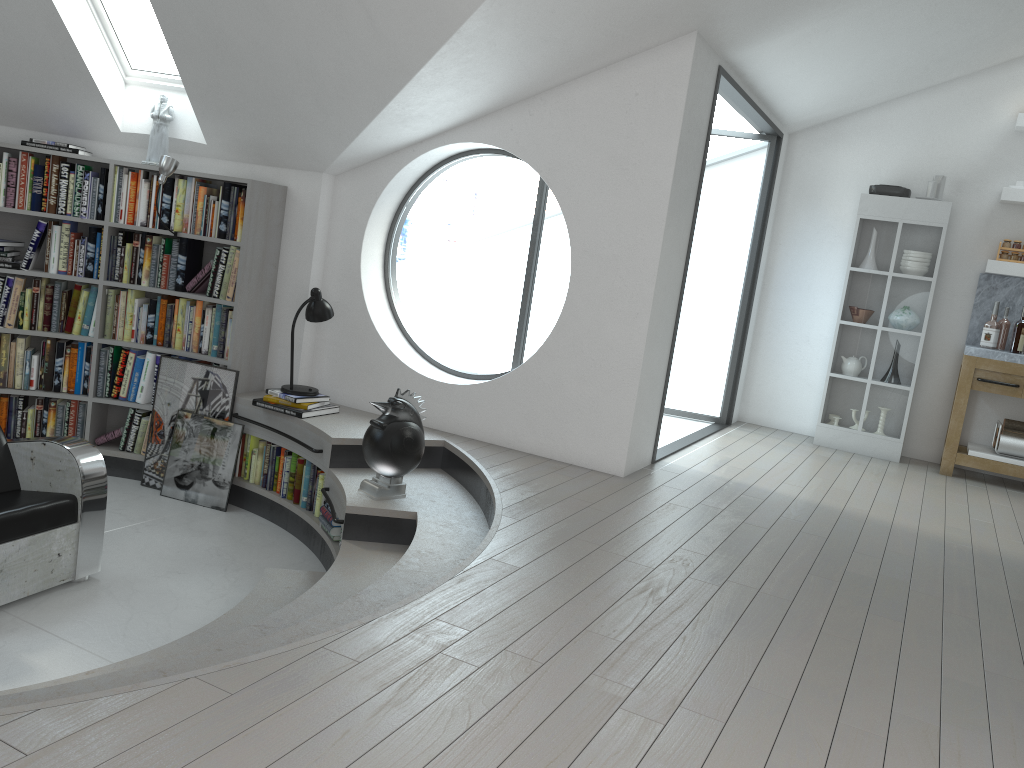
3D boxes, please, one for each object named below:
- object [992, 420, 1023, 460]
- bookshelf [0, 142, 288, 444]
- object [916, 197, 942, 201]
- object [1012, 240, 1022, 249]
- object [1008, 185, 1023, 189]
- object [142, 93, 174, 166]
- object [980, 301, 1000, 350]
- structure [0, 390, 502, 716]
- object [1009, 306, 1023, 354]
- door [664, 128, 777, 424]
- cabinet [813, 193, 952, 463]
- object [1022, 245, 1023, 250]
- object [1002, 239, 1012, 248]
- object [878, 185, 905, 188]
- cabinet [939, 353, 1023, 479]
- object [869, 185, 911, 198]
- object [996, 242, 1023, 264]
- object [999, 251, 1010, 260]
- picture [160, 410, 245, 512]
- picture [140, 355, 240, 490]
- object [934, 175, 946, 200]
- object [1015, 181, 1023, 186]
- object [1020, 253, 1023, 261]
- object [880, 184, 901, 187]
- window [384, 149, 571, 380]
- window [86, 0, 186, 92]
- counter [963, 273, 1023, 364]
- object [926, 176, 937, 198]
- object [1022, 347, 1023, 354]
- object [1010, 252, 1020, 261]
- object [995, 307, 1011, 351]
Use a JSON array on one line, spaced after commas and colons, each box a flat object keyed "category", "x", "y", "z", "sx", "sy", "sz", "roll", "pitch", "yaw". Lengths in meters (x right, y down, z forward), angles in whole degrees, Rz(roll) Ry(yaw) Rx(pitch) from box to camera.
[{"category": "object", "x": 3.827, "y": 0.440, "z": 6.478, "sx": 0.528, "sy": 0.230, "sz": 0.430, "roll": 12, "pitch": 9, "yaw": 23}, {"category": "bookshelf", "x": -3.485, "y": -0.425, "z": 4.411, "sx": 2.113, "sy": 1.873, "sz": 4.339, "roll": 12, "pitch": 9, "yaw": 25}, {"category": "object", "x": 3.210, "y": -1.393, "z": 6.769, "sx": 0.294, "sy": 0.024, "sz": 0.151, "roll": 1, "pitch": 11, "yaw": -40}, {"category": "object", "x": 3.770, "y": -1.035, "z": 6.617, "sx": 0.058, "sy": 0.075, "sz": 0.059, "roll": 2, "pitch": 10, "yaw": -41}, {"category": "object", "x": 3.833, "y": -1.435, "z": 6.553, "sx": 0.295, "sy": 0.024, "sz": 0.113, "roll": 12, "pitch": 9, "yaw": 25}, {"category": "object", "x": -2.269, "y": -1.636, "z": 5.712, "sx": 0.179, "sy": 0.471, "sz": 0.179, "roll": 13, "pitch": 9, "yaw": 34}, {"category": "object", "x": 3.561, "y": -0.435, "z": 6.570, "sx": 0.085, "sy": 0.358, "sz": 0.089, "roll": 2, "pitch": 9, "yaw": -43}, {"category": "structure", "x": -2.377, "y": 0.595, "z": 3.911, "sx": 4.704, "sy": 0.691, "sz": 4.732, "roll": 5, "pitch": 9, "yaw": -19}, {"category": "object", "x": 3.681, "y": -0.386, "z": 6.419, "sx": 0.093, "sy": 0.358, "sz": 0.093, "roll": 4, "pitch": 8, "yaw": -30}, {"category": "door", "x": 1.424, "y": -0.910, "z": 7.286, "sx": 1.052, "sy": 2.338, "sz": 0.080, "roll": 10, "pitch": 7, "yaw": 11}, {"category": "cabinet", "x": 2.904, "y": -0.445, "z": 6.962, "sx": 0.643, "sy": 1.983, "sz": 0.361, "roll": 12, "pitch": 8, "yaw": 25}, {"category": "object", "x": 3.830, "y": -1.022, "z": 6.589, "sx": 0.058, "sy": 0.075, "sz": 0.059, "roll": 2, "pitch": 10, "yaw": -41}, {"category": "object", "x": 3.711, "y": -1.048, "z": 6.646, "sx": 0.058, "sy": 0.075, "sz": 0.059, "roll": 2, "pitch": 10, "yaw": -41}, {"category": "object", "x": 2.936, "y": -1.467, "z": 6.897, "sx": 0.238, "sy": 0.119, "sz": 0.238, "roll": 12, "pitch": 9, "yaw": 25}, {"category": "cabinet", "x": 6.263, "y": 0.883, "z": 5.543, "sx": 6.443, "sy": 1.018, "sz": 1.005, "roll": 12, "pitch": 9, "yaw": 25}, {"category": "object", "x": 2.934, "y": -1.457, "z": 6.898, "sx": 0.299, "sy": 0.119, "sz": 0.299, "roll": 12, "pitch": 9, "yaw": 25}, {"category": "object", "x": 3.762, "y": -0.973, "z": 6.623, "sx": 0.238, "sy": 0.145, "sz": 0.120, "roll": 12, "pitch": 8, "yaw": 25}, {"category": "object", "x": 3.698, "y": -0.963, "z": 6.656, "sx": 0.058, "sy": 0.075, "sz": 0.059, "roll": 2, "pitch": 10, "yaw": -41}, {"category": "picture", "x": -1.956, "y": 0.482, "z": 5.591, "sx": 0.490, "sy": 0.553, "sz": 0.107, "roll": 11, "pitch": 7, "yaw": 16}, {"category": "picture", "x": -2.071, "y": 0.288, "z": 5.688, "sx": 0.579, "sy": 0.860, "sz": 0.090, "roll": 10, "pitch": 7, "yaw": 15}, {"category": "object", "x": 3.265, "y": -1.487, "z": 6.790, "sx": 0.072, "sy": 0.210, "sz": 0.071, "roll": 2, "pitch": 9, "yaw": -41}, {"category": "object", "x": 3.771, "y": -1.472, "z": 6.584, "sx": 0.058, "sy": 0.061, "sz": 0.057, "roll": 12, "pitch": 8, "yaw": 25}, {"category": "object", "x": 3.817, "y": -0.937, "z": 6.599, "sx": 0.058, "sy": 0.075, "sz": 0.059, "roll": 2, "pitch": 10, "yaw": -41}, {"category": "object", "x": 2.937, "y": -1.476, "z": 6.896, "sx": 0.170, "sy": 0.119, "sz": 0.170, "roll": 12, "pitch": 9, "yaw": 25}, {"category": "window", "x": -0.181, "y": -0.759, "z": 5.677, "sx": 1.474, "sy": 1.465, "sz": 0.104, "roll": 12, "pitch": 8, "yaw": 25}, {"category": "window", "x": -3.228, "y": -2.160, "z": 4.202, "sx": 1.937, "sy": 0.711, "sz": 4.061, "roll": 12, "pitch": 9, "yaw": 25}, {"category": "counter", "x": 6.457, "y": 0.094, "z": 5.434, "sx": 6.591, "sy": 0.617, "sz": 0.963, "roll": 12, "pitch": 9, "yaw": 25}, {"category": "object", "x": 3.181, "y": -1.482, "z": 6.723, "sx": 0.054, "sy": 0.195, "sz": 0.054, "roll": 3, "pitch": 9, "yaw": -39}, {"category": "object", "x": 3.839, "y": -0.356, "z": 6.542, "sx": 0.183, "sy": 0.285, "sz": 0.185, "roll": 2, "pitch": 10, "yaw": -40}, {"category": "object", "x": 3.758, "y": -0.950, "z": 6.628, "sx": 0.058, "sy": 0.075, "sz": 0.059, "roll": 2, "pitch": 10, "yaw": -41}, {"category": "object", "x": 3.668, "y": -0.411, "z": 6.620, "sx": 0.085, "sy": 0.330, "sz": 0.085, "roll": 13, "pitch": 8, "yaw": 34}]
